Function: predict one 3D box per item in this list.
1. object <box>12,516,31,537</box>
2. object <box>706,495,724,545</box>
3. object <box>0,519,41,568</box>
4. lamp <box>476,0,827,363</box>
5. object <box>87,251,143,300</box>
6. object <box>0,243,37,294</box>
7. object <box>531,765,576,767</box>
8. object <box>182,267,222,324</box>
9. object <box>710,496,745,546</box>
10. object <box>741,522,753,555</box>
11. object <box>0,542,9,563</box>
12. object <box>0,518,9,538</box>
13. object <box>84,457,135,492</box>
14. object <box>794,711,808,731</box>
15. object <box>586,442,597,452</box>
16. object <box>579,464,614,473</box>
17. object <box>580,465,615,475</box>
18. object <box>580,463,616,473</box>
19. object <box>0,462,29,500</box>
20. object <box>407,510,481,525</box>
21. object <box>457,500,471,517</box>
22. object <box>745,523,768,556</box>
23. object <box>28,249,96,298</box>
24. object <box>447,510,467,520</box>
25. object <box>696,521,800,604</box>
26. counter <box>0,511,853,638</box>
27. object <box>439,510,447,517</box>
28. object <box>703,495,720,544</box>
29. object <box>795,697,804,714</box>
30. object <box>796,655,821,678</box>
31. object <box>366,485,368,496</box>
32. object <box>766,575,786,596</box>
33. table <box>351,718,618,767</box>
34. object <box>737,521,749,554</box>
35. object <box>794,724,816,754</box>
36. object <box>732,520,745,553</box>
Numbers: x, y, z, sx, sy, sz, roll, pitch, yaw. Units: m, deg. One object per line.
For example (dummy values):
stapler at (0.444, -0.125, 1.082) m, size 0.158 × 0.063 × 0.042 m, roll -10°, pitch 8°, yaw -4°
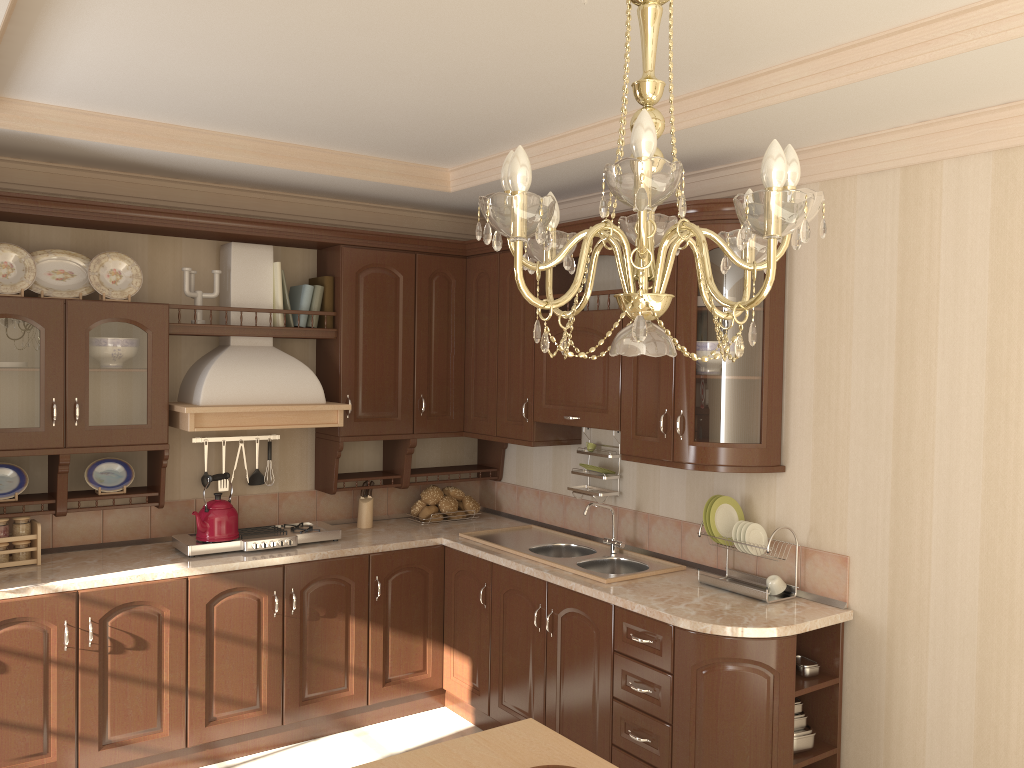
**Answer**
object at (-1.999, 0.577, 3.613) m, size 0.068 × 0.088 × 0.068 m, roll 0°, pitch 2°, yaw -19°
object at (0.830, 0.533, 3.477) m, size 0.193 × 0.188 × 0.047 m, roll 0°, pitch 2°, yaw -34°
object at (-2.062, 0.650, 3.565) m, size 0.276 × 0.170 × 0.140 m, roll 0°, pitch 2°, yaw -40°
lamp at (0.204, -0.525, 1.315) m, size 0.502 × 0.982 × 0.501 m, roll 2°, pitch 2°, yaw 24°
object at (-1.683, -0.462, 3.766) m, size 0.220 × 0.210 × 0.068 m, roll 0°, pitch 2°, yaw -37°
object at (-2.014, -0.461, 3.530) m, size 0.220 × 0.210 × 0.068 m, roll 0°, pitch 2°, yaw -37°
object at (0.093, 0.858, 1.841) m, size 0.204 × 0.042 × 0.204 m, roll 1°, pitch 2°, yaw 4°
object at (-1.423, -0.392, 3.990) m, size 0.174 × 0.248 × 0.163 m, roll 1°, pitch 2°, yaw 17°
object at (0.840, 0.534, 3.461) m, size 0.193 × 0.188 × 0.047 m, roll 0°, pitch 2°, yaw -34°
object at (0.909, 0.585, 3.361) m, size 0.123 × 0.119 × 0.034 m, roll 0°, pitch 2°, yaw -35°
object at (-2.060, 0.677, 3.566) m, size 0.068 × 0.088 × 0.068 m, roll 0°, pitch 2°, yaw -19°
object at (-2.059, 0.577, 3.563) m, size 0.068 × 0.088 × 0.068 m, roll 0°, pitch 2°, yaw -19°
object at (-1.738, 0.392, 3.832) m, size 0.202 × 0.143 × 0.071 m, roll 0°, pitch 2°, yaw -37°
object at (0.985, 1.199, 3.199) m, size 0.106 × 0.057 × 0.152 m, roll 0°, pitch 2°, yaw -24°
object at (0.381, 0.301, 4.239) m, size 0.044 × 0.051 × 0.049 m, roll 2°, pitch 2°, yaw 23°
object at (0.399, 0.397, 4.150) m, size 0.167 × 0.051 × 0.174 m, roll 0°, pitch 2°, yaw -35°
object at (0.398, 0.400, 4.150) m, size 0.167 × 0.051 × 0.174 m, roll 0°, pitch 2°, yaw -35°
object at (0.400, 0.394, 4.150) m, size 0.167 × 0.051 × 0.174 m, roll 0°, pitch 2°, yaw -35°
object at (-2.074, 0.393, 3.596) m, size 0.202 × 0.143 × 0.071 m, roll 0°, pitch 2°, yaw -37°
object at (-0.364, 0.701, 4.756) m, size 0.364 × 0.060 × 0.199 m, roll 0°, pitch 2°, yaw -35°
object at (-0.274, 0.676, 4.843) m, size 0.091 × 0.100 × 0.125 m, roll 0°, pitch 2°, yaw -40°
object at (0.921, 0.586, 3.343) m, size 0.123 × 0.119 × 0.034 m, roll 0°, pitch 2°, yaw -35°
object at (-1.881, -0.461, 3.695) m, size 0.342 × 0.209 × 0.073 m, roll 0°, pitch 2°, yaw -34°
object at (-0.300, 0.702, 4.772) m, size 0.103 × 0.060 × 0.105 m, roll 0°, pitch 2°, yaw -40°
object at (0.895, 0.652, 3.382) m, size 0.172 × 0.275 × 0.359 m, roll 0°, pitch 2°, yaw -34°
counter at (-0.555, 0.782, 3.372) m, size 2.603 × 0.034 × 2.422 m, roll 0°, pitch 2°, yaw -35°
object at (-0.354, 0.677, 4.798) m, size 0.098 × 0.094 × 0.114 m, roll 2°, pitch 2°, yaw 35°
object at (0.820, 0.532, 3.492) m, size 0.193 × 0.188 × 0.047 m, roll 0°, pitch 2°, yaw -34°
object at (0.986, 1.152, 3.198) m, size 0.084 × 0.045 × 0.120 m, roll 0°, pitch 2°, yaw -24°
object at (1.050, 1.021, 3.206) m, size 0.084 × 0.045 × 0.120 m, roll 0°, pitch 2°, yaw -24°
object at (-0.754, 0.590, 4.604) m, size 0.016 × 0.158 × 0.051 m, roll 1°, pitch 2°, yaw 17°
object at (0.989, 0.752, 3.319) m, size 0.073 × 0.072 × 0.085 m, roll 2°, pitch 2°, yaw 19°
table at (0.131, 1.278, 1.414) m, size 0.900 × 0.774 × 1.567 m, roll 0°, pitch 2°, yaw -35°
object at (0.898, 0.585, 3.378) m, size 0.123 × 0.119 × 0.034 m, roll 0°, pitch 2°, yaw -33°
object at (0.984, 1.258, 3.201) m, size 0.145 × 0.077 × 0.208 m, roll 0°, pitch 2°, yaw -24°
object at (0.886, 0.584, 3.396) m, size 0.123 × 0.119 × 0.034 m, roll 0°, pitch 2°, yaw -35°
